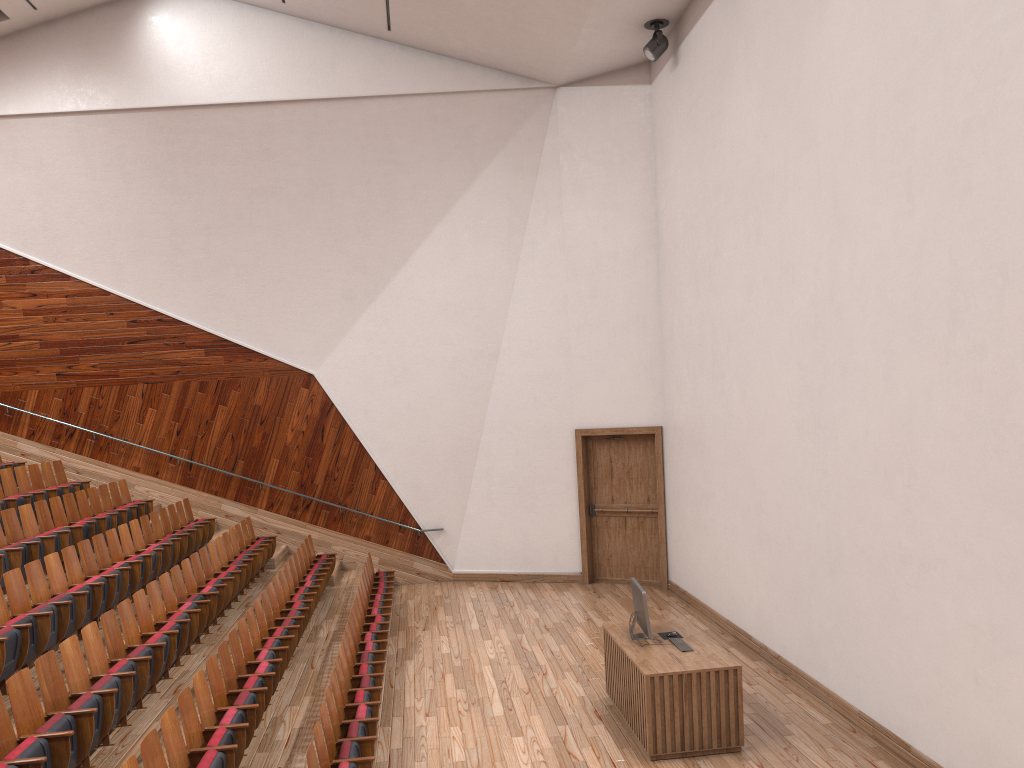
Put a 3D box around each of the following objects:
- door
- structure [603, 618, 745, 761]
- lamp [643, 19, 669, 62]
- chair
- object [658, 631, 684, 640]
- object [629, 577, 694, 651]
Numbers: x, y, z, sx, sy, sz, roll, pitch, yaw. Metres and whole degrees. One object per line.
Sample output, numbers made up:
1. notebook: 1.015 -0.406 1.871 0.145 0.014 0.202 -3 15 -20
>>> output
1. door: 0.167 0.184 1.310 0.140 0.242 0.024 0 7 32
2. structure: 0.135 0.260 0.767 0.078 0.071 0.155 -4 0 -6
3. lamp: 0.177 -0.418 1.077 0.033 0.044 0.030 -3 4 5
4. chair: -0.495 0.145 0.642 0.769 0.376 1.176 -3 0 -6
5. object: 0.141 0.224 0.785 0.018 0.001 0.022 -3 -1 -6
6. object: 0.126 0.201 0.774 0.041 0.048 0.089 -4 1 -6
